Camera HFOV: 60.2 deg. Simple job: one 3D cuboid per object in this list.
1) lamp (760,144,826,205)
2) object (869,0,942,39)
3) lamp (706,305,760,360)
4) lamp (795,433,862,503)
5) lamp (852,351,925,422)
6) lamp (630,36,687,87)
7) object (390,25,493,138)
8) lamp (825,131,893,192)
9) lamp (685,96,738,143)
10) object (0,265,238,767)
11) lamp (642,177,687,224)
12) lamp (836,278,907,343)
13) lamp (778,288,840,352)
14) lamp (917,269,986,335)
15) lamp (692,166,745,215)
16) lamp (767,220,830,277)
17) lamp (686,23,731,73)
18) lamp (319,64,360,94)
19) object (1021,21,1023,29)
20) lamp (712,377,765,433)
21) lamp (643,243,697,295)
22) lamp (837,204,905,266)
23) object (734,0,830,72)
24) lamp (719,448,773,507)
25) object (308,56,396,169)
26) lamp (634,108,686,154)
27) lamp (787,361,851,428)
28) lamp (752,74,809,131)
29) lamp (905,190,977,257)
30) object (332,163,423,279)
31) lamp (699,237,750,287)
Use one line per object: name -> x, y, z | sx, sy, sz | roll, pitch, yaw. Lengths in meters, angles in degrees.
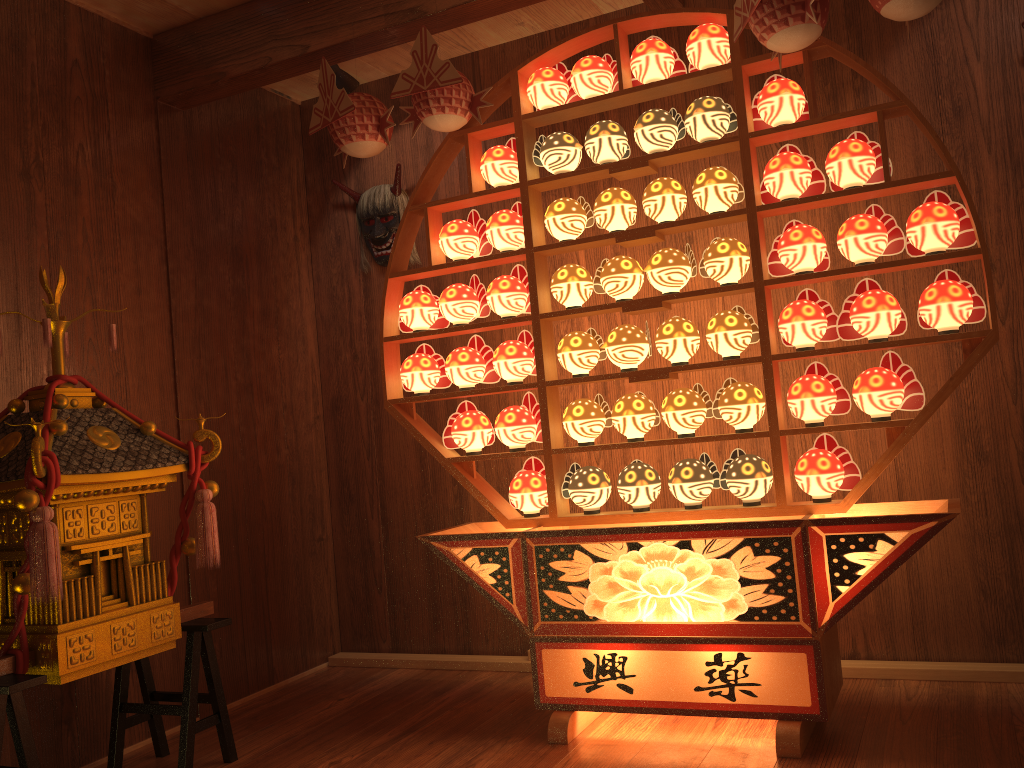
lamp -> 0.810, -0.632, 2.611 | 0.195, 0.200, 0.161 | -7, -3, 25
object -> 1.008, -1.091, 2.261 | 0.223, 0.318, 0.375 | -6, -3, 21
lamp -> 0.652, -0.157, 2.676 | 0.135, 0.173, 0.162 | -8, -4, 40
lamp -> 0.888, 0.245, 2.569 | 0.188, 0.197, 0.162 | -8, -4, 40
lamp -> 1.031, 0.007, 2.507 | 0.162, 0.200, 0.194 | -3, -4, -30
lamp -> 0.439, -1.031, 2.781 | 0.197, 0.200, 0.160 | -6, -3, 15
object -> -0.221, -0.947, 2.805 | 0.339, 0.306, 0.221 | -7, -3, 25
lamp -> 0.969, -0.648, 2.542 | 0.183, 0.195, 0.162 | -8, -4, 40
lamp -> 0.594, -0.814, 2.710 | 0.135, 0.173, 0.162 | -8, -4, 40
object -> -1.237, 0.421, 2.463 | 0.592, 1.514, 0.830 | -6, -3, 25
lamp -> 0.477, -0.576, 2.760 | 0.138, 0.167, 0.158 | -5, -3, 5
lamp -> 1.031, -0.215, 2.509 | 0.198, 0.200, 0.159 | -6, -3, 10
lamp -> 0.847, -0.191, 2.589 | 0.183, 0.195, 0.162 | -7, -4, 35
lamp -> 1.192, -0.230, 2.437 | 0.177, 0.192, 0.162 | -7, -4, 35
lamp -> 0.617, -0.595, 2.696 | 0.135, 0.173, 0.162 | -7, -4, 30
lamp -> 0.851, -0.408, 2.592 | 0.188, 0.187, 0.158 | -5, -3, 5
lamp -> 0.599, -1.043, 2.710 | 0.184, 0.188, 0.162 | -7, -4, 30
lamp -> -0.655, -1.157, 3.348 | 0.134, 0.176, 0.177 | -6, -3, 11
object -> 1.813, -0.935, 2.759 | 0.354, 0.453, 0.141 | -6, -3, 24
lamp -> 0.693, 0.060, 2.656 | 0.141, 0.173, 0.155 | -5, -3, -10
lamp -> 0.482, -0.354, 2.766 | 0.159, 0.167, 0.137 | -5, -3, -10
lamp -> 0.996, -0.428, 2.530 | 0.162, 0.191, 0.175 | -3, -4, -35
object -> 0.732, -1.046, 2.381 | 0.240, 0.314, 0.365 | -5, -3, 3
lamp -> 0.713, 0.278, 2.647 | 0.141, 0.173, 0.155 | -5, -3, -10
object -> -0.511, -0.903, 2.926 | 0.246, 0.311, 0.353 | -3, -4, -39
lamp -> 0.446, -0.793, 2.782 | 0.161, 0.167, 0.135 | -4, -3, -25
lamp -> 0.870, 0.029, 2.576 | 0.180, 0.193, 0.162 | -7, -4, 35
lamp -> 0.797, -0.851, 2.621 | 0.198, 0.200, 0.159 | -6, -3, 10
lamp -> 1.163, -0.452, 2.454 | 0.193, 0.200, 0.162 | -8, -4, 40
object -> -0.575, -0.682, 3.812 | 0.354, 0.453, 0.141 | -6, -3, 24
lamp -> 0.653, -0.378, 2.681 | 0.140, 0.173, 0.156 | -5, -3, -5
